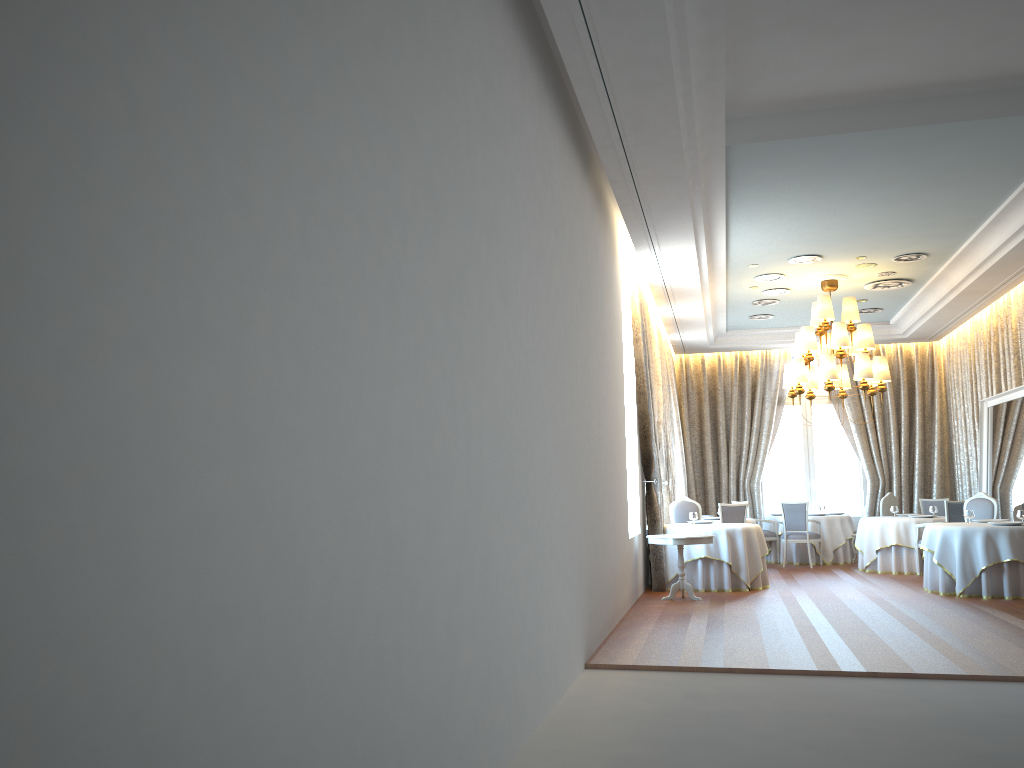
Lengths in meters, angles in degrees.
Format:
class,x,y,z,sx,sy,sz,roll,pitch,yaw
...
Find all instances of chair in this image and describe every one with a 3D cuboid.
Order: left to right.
class,x,y,z,sx,sy,sz,roll,pitch,yaw
chair,2.698,2.282,13.150,0.563,1.233,0.690,1,-7,-12
chair,3.335,2.406,13.772,0.650,1.108,0.629,1,-7,-12
chair,4.385,2.668,16.015,0.629,1.108,0.650,2,-8,-21
chair,4.902,2.552,15.143,0.650,1.108,0.629,-5,-8,28
chair,6.363,2.519,15.524,0.563,1.233,0.690,4,-9,-36
chair,7.204,2.516,15.144,0.650,1.108,0.629,-6,-8,33
chair,6.432,2.278,13.127,0.650,1.108,0.629,1,-7,-16
chair,6.177,2.083,11.981,0.690,1.233,0.563,3,-8,-26

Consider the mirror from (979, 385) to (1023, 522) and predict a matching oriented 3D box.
class,x,y,z,sx,sy,sz,roll,pitch,yaw
mirror,6.951,1.397,12.453,0.385,2.564,2.251,-3,-7,13

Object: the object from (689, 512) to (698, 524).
class,x,y,z,sx,sy,sz,roll,pitch,yaw
object,2.558,1.892,12.491,0.128,0.165,0.128,0,-7,-5

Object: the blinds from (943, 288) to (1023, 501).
class,x,y,z,sx,sy,sz,roll,pitch,yaw
blinds,7.752,0.587,14.639,0.238,4.819,4.439,-3,-7,13

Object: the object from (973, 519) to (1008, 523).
class,x,y,z,sx,sy,sz,roll,pitch,yaw
object,6.212,1.777,11.503,0.419,0.036,0.419,-2,-7,12

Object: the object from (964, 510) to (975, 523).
class,x,y,z,sx,sy,sz,roll,pitch,yaw
object,5.888,1.707,11.415,0.128,0.165,0.128,-8,-10,43

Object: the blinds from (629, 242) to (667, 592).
class,x,y,z,sx,sy,sz,roll,pitch,yaw
blinds,1.938,0.412,12.365,0.315,4.930,2.204,-3,-7,13

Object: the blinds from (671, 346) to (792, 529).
class,x,y,z,sx,sy,sz,roll,pitch,yaw
blinds,4.358,1.026,17.608,2.535,4.901,0.386,-3,-7,13

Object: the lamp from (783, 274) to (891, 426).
class,x,y,z,sx,sy,sz,roll,pitch,yaw
lamp,4.596,-0.479,12.677,1.373,2.121,1.373,5,-9,-39

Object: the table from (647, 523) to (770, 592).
class,x,y,z,sx,sy,sz,roll,pitch,yaw
table,2.709,2.397,12.294,1.663,0.890,1.667,-1,-7,2

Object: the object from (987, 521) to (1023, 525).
class,x,y,z,sx,sy,sz,roll,pitch,yaw
object,5.960,1.678,10.673,0.419,0.036,0.419,-2,-7,12

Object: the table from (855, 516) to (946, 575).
class,x,y,z,sx,sy,sz,roll,pitch,yaw
table,6.360,2.565,14.110,1.663,0.890,1.667,-5,-8,27

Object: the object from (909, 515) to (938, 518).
class,x,y,z,sx,sy,sz,roll,pitch,yaw
object,6.379,2.056,13.771,0.419,0.036,0.419,-2,-7,12

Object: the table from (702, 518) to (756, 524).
class,x,y,z,sx,sy,sz,roll,pitch,yaw
table,3.328,2.703,14.841,1.667,0.890,1.663,-2,-7,7

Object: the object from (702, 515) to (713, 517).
class,x,y,z,sx,sy,sz,roll,pitch,yaw
object,3.288,2.301,15.361,0.419,0.036,0.419,-2,-7,12

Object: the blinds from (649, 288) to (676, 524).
class,x,y,z,sx,sy,sz,roll,pitch,yaw
blinds,2.532,0.697,14.734,0.335,4.969,2.257,-3,-7,13

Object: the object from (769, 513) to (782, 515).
class,x,y,z,sx,sy,sz,roll,pitch,yaw
object,4.907,2.383,16.222,0.419,0.036,0.419,-2,-7,12

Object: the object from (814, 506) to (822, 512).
class,x,y,z,sx,sy,sz,roll,pitch,yaw
object,5.557,2.294,16.109,0.128,0.165,0.128,-3,-7,13

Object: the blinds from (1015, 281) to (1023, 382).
class,x,y,z,sx,sy,sz,roll,pitch,yaw
blinds,6.737,0.079,10.416,0.238,4.819,4.439,-3,-7,13

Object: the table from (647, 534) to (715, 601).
class,x,y,z,sx,sy,sz,roll,pitch,yaw
table,2.077,2.259,10.850,0.761,0.801,0.760,4,-9,-37

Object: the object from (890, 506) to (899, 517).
class,x,y,z,sx,sy,sz,roll,pitch,yaw
object,6.244,2.080,14.470,0.128,0.165,0.128,-3,-7,13

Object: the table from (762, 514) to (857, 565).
class,x,y,z,sx,sy,sz,roll,pitch,yaw
table,5.428,2.838,16.193,1.667,0.890,1.663,-5,-8,32

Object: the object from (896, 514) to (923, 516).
class,x,y,z,sx,sy,sz,roll,pitch,yaw
object,6.532,2.153,14.571,0.419,0.036,0.419,-2,-7,12

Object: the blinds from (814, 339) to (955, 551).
class,x,y,z,sx,sy,sz,roll,pitch,yaw
blinds,7.154,0.900,16.946,2.476,4.901,0.386,-3,-7,13

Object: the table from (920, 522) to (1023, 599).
class,x,y,z,sx,sy,sz,roll,pitch,yaw
table,6.016,2.193,11.063,1.663,0.890,1.667,-1,-7,2

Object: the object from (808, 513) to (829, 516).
class,x,y,z,sx,sy,sz,roll,pitch,yaw
object,5.432,2.322,15.801,0.419,0.036,0.419,-2,-7,12

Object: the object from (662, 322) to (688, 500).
class,x,y,z,sx,sy,sz,roll,pitch,yaw
object,3.100,0.995,16.827,0.386,4.901,2.121,-3,-7,13

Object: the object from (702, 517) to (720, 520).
class,x,y,z,sx,sy,sz,roll,pitch,yaw
object,3.275,2.187,14.436,0.419,0.036,0.419,-2,-7,12

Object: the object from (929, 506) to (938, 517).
class,x,y,z,sx,sy,sz,roll,pitch,yaw
object,6.645,2.013,13.979,0.128,0.165,0.128,-3,-7,13

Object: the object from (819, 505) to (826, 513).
class,x,y,z,sx,sy,sz,roll,pitch,yaw
object,5.772,2.338,16.493,0.128,0.165,0.128,-3,-7,13

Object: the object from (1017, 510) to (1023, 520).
class,x,y,z,sx,sy,sz,roll,pitch,yaw
object,6.249,1.631,10.852,0.128,0.165,0.128,-3,-7,13

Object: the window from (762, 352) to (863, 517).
class,x,y,z,sx,sy,sz,roll,pitch,yaw
window,5.894,0.975,17.670,1.881,3.306,0.196,-3,-7,13

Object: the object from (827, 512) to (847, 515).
class,x,y,z,sx,sy,sz,roll,pitch,yaw
object,5.893,2.362,16.181,0.419,0.036,0.419,-2,-7,12

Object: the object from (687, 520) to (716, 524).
class,x,y,z,sx,sy,sz,roll,pitch,yaw
object,2.730,1.987,12.762,0.419,0.036,0.419,-2,-7,12

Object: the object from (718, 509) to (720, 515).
class,x,y,z,sx,sy,sz,roll,pitch,yaw
object,3.483,2.155,14.728,0.128,0.165,0.128,-3,-7,13
